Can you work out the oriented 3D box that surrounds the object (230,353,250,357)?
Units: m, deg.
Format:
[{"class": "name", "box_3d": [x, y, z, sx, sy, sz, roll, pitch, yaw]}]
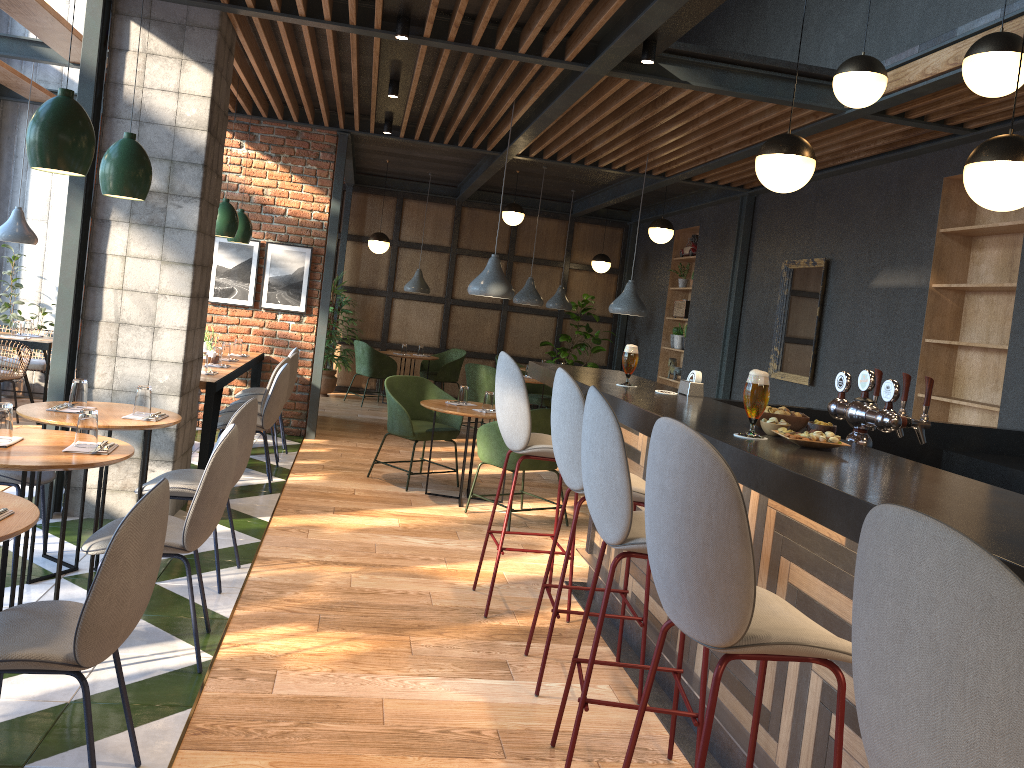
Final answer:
[{"class": "object", "box_3d": [-2.390, -0.258, 7.768, 0.157, 0.019, 0.243, 6, 5, -10]}]

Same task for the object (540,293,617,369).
[{"class": "object", "box_3d": [0.911, -0.388, 12.467, 1.057, 1.791, 0.723, 7, 2, 0]}]

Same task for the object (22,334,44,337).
[{"class": "object", "box_3d": [-4.321, -0.440, 7.951, 0.242, 0.019, 0.158, 6, 5, -10]}]

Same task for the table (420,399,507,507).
[{"class": "table", "box_3d": [-0.320, 0.518, 6.616, 0.809, 0.686, 0.807, 8, 4, 20]}]

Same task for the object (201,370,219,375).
[{"class": "object", "box_3d": [-2.114, -0.084, 6.090, 0.157, 0.019, 0.243, 6, 5, -10]}]

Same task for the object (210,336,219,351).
[{"class": "object", "box_3d": [-2.606, -0.348, 7.750, 0.080, 0.138, 0.080, 7, 3, 12]}]

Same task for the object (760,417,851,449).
[{"class": "object", "box_3d": [0.790, 0.135, 2.417, 0.164, 0.052, 0.292, 7, 5, -2]}]

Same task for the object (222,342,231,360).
[{"class": "object", "box_3d": [-2.338, -0.273, 7.238, 0.080, 0.138, 0.080, 5, 3, -37]}]

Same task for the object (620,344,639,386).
[{"class": "object", "box_3d": [0.506, -0.083, 3.816, 0.070, 0.178, 0.070, 6, 2, -7]}]

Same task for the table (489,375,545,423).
[{"class": "table", "box_3d": [0.051, 0.263, 10.160, 0.810, 0.686, 0.807, 9, 4, 31]}]

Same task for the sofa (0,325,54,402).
[{"class": "sofa", "box_3d": [-4.730, -0.164, 8.289, 1.090, 0.731, 0.472, 6, 3, -10]}]

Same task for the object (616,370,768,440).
[{"class": "object", "box_3d": [0.693, 0.037, 3.126, 0.322, 0.106, 1.515, 6, 5, -7]}]

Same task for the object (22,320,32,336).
[{"class": "object", "box_3d": [-4.330, -0.505, 7.922, 0.080, 0.138, 0.080, 5, 3, -37]}]

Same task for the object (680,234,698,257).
[{"class": "object", "box_3d": [2.261, -1.707, 11.003, 0.204, 0.284, 0.518, 6, 4, -10]}]

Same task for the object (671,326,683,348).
[{"class": "object", "box_3d": [2.100, -0.599, 11.274, 0.172, 0.295, 0.191, 5, 3, -36]}]

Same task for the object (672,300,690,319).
[{"class": "object", "box_3d": [2.180, -0.932, 11.080, 0.198, 0.241, 0.341, 6, 4, -15]}]

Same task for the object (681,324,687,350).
[{"class": "object", "box_3d": [2.144, -0.583, 10.821, 0.144, 0.349, 0.144, 7, 2, 7]}]

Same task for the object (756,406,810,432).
[{"class": "object", "box_3d": [0.802, 0.104, 2.680, 0.168, 0.072, 0.168, 7, 4, 10]}]

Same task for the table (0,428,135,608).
[{"class": "table", "box_3d": [-1.807, 0.595, 3.264, 0.701, 0.745, 0.699, 9, 4, 32]}]

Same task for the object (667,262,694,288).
[{"class": "object", "box_3d": [2.173, -1.365, 11.085, 0.174, 0.328, 0.539, 5, 4, -31]}]

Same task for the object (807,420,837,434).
[{"class": "object", "box_3d": [0.877, 0.132, 2.525, 0.078, 0.060, 0.108, 7, 4, -2]}]

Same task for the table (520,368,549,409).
[{"class": "table", "box_3d": [0.460, 0.176, 11.758, 0.806, 0.686, 0.810, 6, 4, -10]}]

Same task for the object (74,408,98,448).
[{"class": "object", "box_3d": [-1.589, 0.164, 3.316, 0.080, 0.138, 0.080, 8, 3, 30]}]

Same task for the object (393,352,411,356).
[{"class": "object", "box_3d": [-1.454, -0.397, 11.666, 0.157, 0.019, 0.243, 2, 7, -44]}]

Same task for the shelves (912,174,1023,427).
[{"class": "shelves", "box_3d": [3.036, -0.029, 5.785, 0.284, 2.701, 0.838, 6, 2, -10]}]

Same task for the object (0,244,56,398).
[{"class": "object", "box_3d": [-4.915, -0.606, 8.657, 0.860, 1.495, 0.899, 7, 3, 9]}]

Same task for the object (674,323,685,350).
[{"class": "object", "box_3d": [2.101, -0.598, 11.057, 0.213, 0.329, 0.233, 6, 3, -4]}]

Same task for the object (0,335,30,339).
[{"class": "object", "box_3d": [-4.286, -0.408, 7.618, 0.242, 0.019, 0.158, 6, 5, -10]}]

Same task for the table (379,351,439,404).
[{"class": "table", "box_3d": [-1.413, -0.049, 11.815, 0.810, 0.686, 0.807, 9, 4, 30]}]

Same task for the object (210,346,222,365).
[{"class": "object", "box_3d": [-2.228, -0.213, 6.681, 0.080, 0.138, 0.080, 9, 4, 43]}]

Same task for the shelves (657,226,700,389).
[{"class": "shelves", "box_3d": [2.151, -0.576, 11.050, 0.284, 2.701, 0.838, 6, 2, -10]}]

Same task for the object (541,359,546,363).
[{"class": "object", "box_3d": [0.421, -0.256, 11.821, 0.080, 0.138, 0.080, 5, 3, -32]}]

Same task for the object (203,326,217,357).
[{"class": "object", "box_3d": [-2.346, -0.310, 6.867, 0.115, 0.281, 0.128, 6, 3, -14]}]

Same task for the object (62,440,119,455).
[{"class": "object", "box_3d": [-1.570, 0.234, 3.303, 0.157, 0.019, 0.243, 6, 5, -13]}]

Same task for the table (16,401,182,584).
[{"class": "table", "box_3d": [-1.954, 0.504, 4.141, 0.699, 0.745, 0.701, 7, 3, 0]}]

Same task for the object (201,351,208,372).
[{"class": "object", "box_3d": [-2.132, -0.154, 6.104, 0.080, 0.138, 0.080, 7, 3, 13]}]

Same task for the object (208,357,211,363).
[{"class": "object", "box_3d": [-2.404, -0.202, 6.928, 0.251, 0.046, 0.254, 3, 6, -36]}]

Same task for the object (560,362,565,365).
[{"class": "object", "box_3d": [0.663, -0.215, 11.668, 0.080, 0.138, 0.080, 7, 3, -2]}]

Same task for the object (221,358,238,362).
[{"class": "object", "box_3d": [-2.319, -0.203, 7.223, 0.157, 0.019, 0.243, 6, 5, -10]}]

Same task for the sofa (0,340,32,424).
[{"class": "sofa", "box_3d": [-4.543, -0.049, 7.177, 1.090, 0.731, 0.472, 6, 3, -10]}]

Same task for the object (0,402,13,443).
[{"class": "object", "box_3d": [-1.865, 0.138, 3.237, 0.080, 0.138, 0.080, 7, 3, 0]}]

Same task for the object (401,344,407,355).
[{"class": "object", "box_3d": [-1.422, -0.460, 11.671, 0.080, 0.138, 0.080, 5, 3, -31]}]

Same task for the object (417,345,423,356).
[{"class": "object", "box_3d": [-1.226, -0.455, 11.882, 0.080, 0.138, 0.080, 5, 3, -31]}]

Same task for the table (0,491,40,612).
[{"class": "table", "box_3d": [-1.639, 0.699, 2.266, 0.702, 0.745, 0.698, 9, 4, 36]}]

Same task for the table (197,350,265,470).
[{"class": "table", "box_3d": [-2.474, 0.196, 6.960, 0.657, 0.764, 2.782, 6, 5, -10]}]

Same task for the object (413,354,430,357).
[{"class": "object", "box_3d": [-1.202, -0.386, 11.885, 0.157, 0.019, 0.243, 2, 7, -44]}]

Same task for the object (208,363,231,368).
[{"class": "object", "box_3d": [-2.209, -0.143, 6.666, 0.157, 0.019, 0.243, 6, 5, -10]}]

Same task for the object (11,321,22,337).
[{"class": "object", "box_3d": [-4.271, -0.474, 7.641, 0.080, 0.138, 0.080, 5, 3, -37]}]

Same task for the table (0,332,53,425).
[{"class": "table", "box_3d": [-4.637, -0.093, 7.731, 1.270, 0.705, 0.660, 6, 3, -10]}]

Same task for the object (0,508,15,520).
[{"class": "object", "box_3d": [-1.403, 0.341, 2.270, 0.157, 0.019, 0.243, 6, 5, -6]}]

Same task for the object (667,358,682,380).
[{"class": "object", "box_3d": [2.060, -0.186, 11.103, 0.150, 0.257, 0.523, 6, 4, -10]}]

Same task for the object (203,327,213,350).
[{"class": "object", "box_3d": [-2.426, -0.325, 6.964, 0.145, 0.276, 0.146, 5, 3, -29]}]

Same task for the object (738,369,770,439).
[{"class": "object", "box_3d": [0.661, 0.052, 2.407, 0.070, 0.182, 0.070, 7, 2, 10]}]

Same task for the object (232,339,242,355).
[{"class": "object", "box_3d": [-2.409, -0.328, 7.782, 0.080, 0.138, 0.080, 5, 3, -37]}]

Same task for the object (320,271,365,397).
[{"class": "object", "box_3d": [-2.468, -0.698, 11.855, 0.977, 1.719, 0.917, 4, 4, -45]}]
